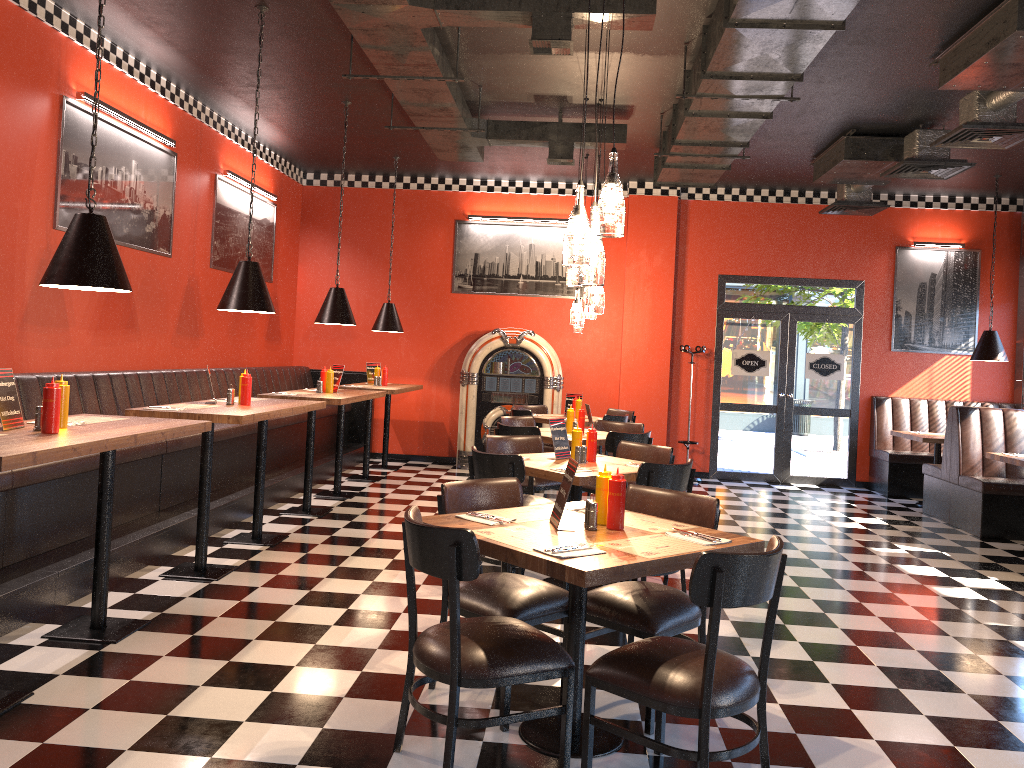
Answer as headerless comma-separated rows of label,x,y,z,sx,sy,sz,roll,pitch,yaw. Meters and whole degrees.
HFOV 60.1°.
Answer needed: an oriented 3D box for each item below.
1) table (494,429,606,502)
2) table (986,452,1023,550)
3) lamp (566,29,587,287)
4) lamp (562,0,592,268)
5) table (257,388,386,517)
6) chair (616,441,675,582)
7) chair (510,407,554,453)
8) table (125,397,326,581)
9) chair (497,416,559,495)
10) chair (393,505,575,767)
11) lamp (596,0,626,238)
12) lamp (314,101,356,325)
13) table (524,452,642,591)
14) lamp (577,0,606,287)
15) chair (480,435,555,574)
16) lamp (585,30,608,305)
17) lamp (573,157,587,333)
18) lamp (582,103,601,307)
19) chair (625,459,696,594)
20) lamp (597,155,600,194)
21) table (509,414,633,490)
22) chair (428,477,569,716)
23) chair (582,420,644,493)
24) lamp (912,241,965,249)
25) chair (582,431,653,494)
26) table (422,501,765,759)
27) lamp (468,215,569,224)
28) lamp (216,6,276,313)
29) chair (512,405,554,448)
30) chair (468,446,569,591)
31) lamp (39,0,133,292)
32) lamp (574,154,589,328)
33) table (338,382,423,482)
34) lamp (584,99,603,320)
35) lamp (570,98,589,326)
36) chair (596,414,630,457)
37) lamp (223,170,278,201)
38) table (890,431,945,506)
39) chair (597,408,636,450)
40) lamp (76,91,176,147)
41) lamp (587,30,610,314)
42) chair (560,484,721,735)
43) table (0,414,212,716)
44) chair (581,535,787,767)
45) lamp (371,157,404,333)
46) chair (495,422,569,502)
table,0.498,0.813,7.669,0.955,0.774,0.961,2,1,-41
table,5.000,1.051,7.333,1.692,0.774,0.956,3,1,4
lamp,0.443,-1.601,5.630,0.108,1.967,0.108,3,-1,-24
lamp,0.290,-1.422,3.332,0.108,1.967,0.108,3,-1,-9
table,-1.692,0.579,8.019,0.696,1.000,1.692,3,1,4
chair,0.767,0.837,5.901,0.544,0.868,0.487,3,0,-41
chair,0.236,0.698,9.395,0.544,0.868,0.486,3,0,-21
table,-1.846,0.638,5.915,0.696,1.000,1.692,3,1,4
chair,0.142,0.737,8.014,0.545,0.868,0.486,3,0,41
chair,-0.122,0.883,3.060,0.544,0.868,0.487,3,0,-29
lamp,0.409,-1.526,3.268,0.108,1.967,0.108,3,-1,-4
lamp,-1.566,-1.569,8.128,0.381,2.045,0.382,4,-1,-45
table,0.399,0.877,5.530,0.955,0.774,0.961,2,1,-41
lamp,0.354,-1.363,3.435,0.108,1.967,0.108,3,-1,-39
chair,0.072,0.799,5.994,0.486,0.868,0.545,3,0,-32
lamp,0.567,-1.482,5.640,0.108,1.967,0.108,4,-1,-44
lamp,0.776,-1.547,9.834,0.108,1.967,0.108,3,-1,-14
lamp,0.716,-1.655,7.757,0.108,1.967,0.108,3,-1,-39
chair,0.760,0.860,5.186,0.486,0.868,0.545,3,0,-44
lamp,0.920,-1.708,9.724,0.108,1.967,0.108,2,-1,36
table,0.620,0.754,9.693,0.955,0.774,0.961,2,1,-41
chair,-0.041,0.865,3.760,0.545,0.868,0.486,3,0,44
chair,0.890,0.777,7.953,0.487,0.868,0.544,3,0,27
lamp,5.253,-1.713,10.924,0.610,0.056,0.081,3,1,4
chair,0.830,0.798,7.206,0.486,0.868,0.545,3,0,-37
table,0.256,0.939,3.373,0.959,0.774,0.958,2,1,-41
lamp,0.158,-2.097,11.303,1.444,0.056,0.081,3,1,4
lamp,-1.727,-1.507,5.943,0.381,2.045,0.382,4,-1,-45
chair,0.266,0.680,10.000,0.486,0.868,0.545,3,0,-32
chair,0.012,0.820,5.247,0.544,0.868,0.487,3,0,-38
lamp,-1.868,-1.452,4.011,0.381,2.045,0.382,4,-1,-45
lamp,0.784,-1.602,9.711,0.108,1.967,0.108,4,-1,-44
table,-1.535,0.518,10.154,0.696,1.000,1.692,3,1,4
lamp,0.722,-1.538,7.625,0.108,1.967,0.108,3,-1,-14
lamp,0.596,-1.485,7.619,0.108,1.967,0.108,3,-1,16
chair,0.935,0.736,9.312,0.545,0.868,0.486,3,0,36
lamp,-2.849,-2.162,9.694,0.081,0.056,1.444,3,2,4
table,5.175,0.983,9.725,1.692,0.774,0.956,3,1,4
chair,1.089,0.721,10.024,0.544,0.868,0.487,3,0,-31
lamp,-3.043,-2.086,7.056,0.081,0.056,1.444,3,2,4
lamp,0.569,-1.419,5.516,0.108,1.967,0.108,3,-1,16
chair,0.564,0.897,3.729,0.487,0.868,0.544,3,0,43
table,-2.001,0.699,3.801,0.696,1.000,1.692,3,1,4
chair,0.588,0.924,2.905,0.545,0.868,0.486,3,0,44
lamp,-1.403,-1.633,10.364,0.381,2.045,0.382,4,-1,-45
chair,0.135,0.760,7.300,0.487,0.868,0.544,3,0,44
